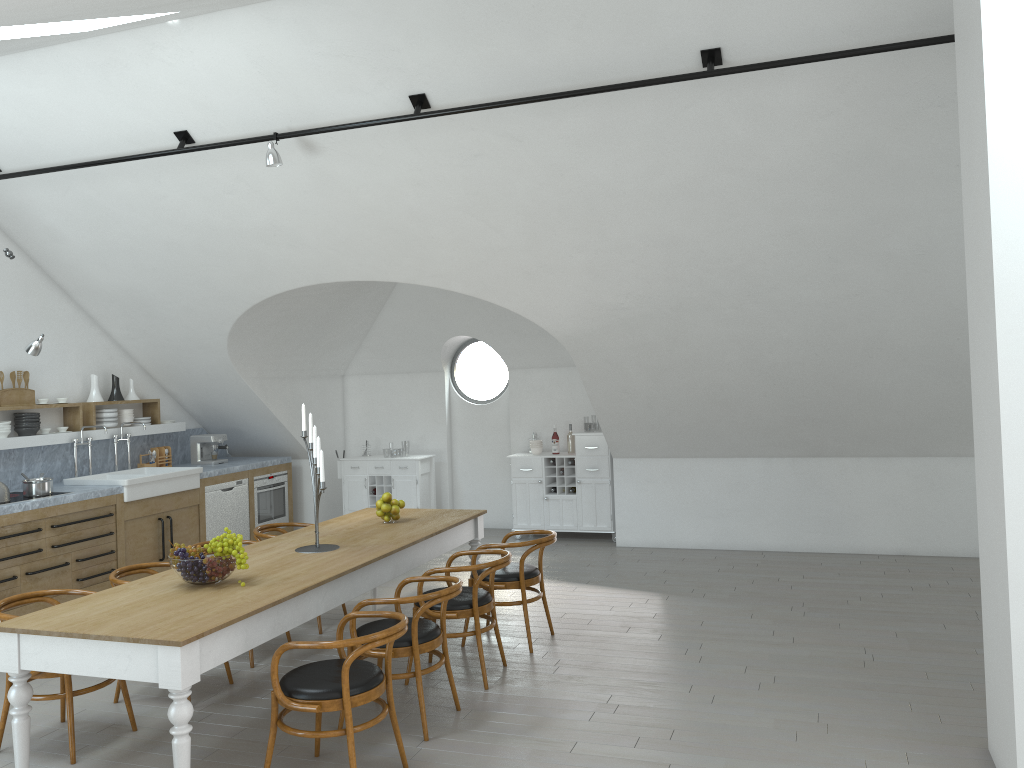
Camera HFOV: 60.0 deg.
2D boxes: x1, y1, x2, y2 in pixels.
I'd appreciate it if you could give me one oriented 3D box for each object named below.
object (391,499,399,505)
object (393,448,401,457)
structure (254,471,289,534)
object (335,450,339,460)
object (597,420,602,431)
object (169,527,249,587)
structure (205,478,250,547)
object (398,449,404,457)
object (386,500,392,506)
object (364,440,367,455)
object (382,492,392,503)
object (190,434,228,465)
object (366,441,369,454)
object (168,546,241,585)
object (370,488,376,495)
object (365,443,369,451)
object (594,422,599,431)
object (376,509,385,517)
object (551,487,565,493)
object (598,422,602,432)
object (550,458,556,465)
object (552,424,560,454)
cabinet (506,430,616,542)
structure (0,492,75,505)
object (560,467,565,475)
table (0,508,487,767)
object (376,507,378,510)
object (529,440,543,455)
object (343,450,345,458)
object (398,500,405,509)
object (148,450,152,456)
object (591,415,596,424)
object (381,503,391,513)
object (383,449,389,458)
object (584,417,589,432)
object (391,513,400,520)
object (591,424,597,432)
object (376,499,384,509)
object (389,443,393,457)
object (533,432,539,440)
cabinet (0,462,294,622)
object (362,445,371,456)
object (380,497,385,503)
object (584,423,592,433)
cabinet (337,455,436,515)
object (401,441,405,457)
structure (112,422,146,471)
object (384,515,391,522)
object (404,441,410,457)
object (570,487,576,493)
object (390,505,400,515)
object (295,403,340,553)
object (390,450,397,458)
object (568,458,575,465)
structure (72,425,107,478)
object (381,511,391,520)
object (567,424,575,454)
[{"bbox_3d":[-0.822,0.833,6.205,0.058,0.057,0.053,-2,0,34],"label":"object"},{"bbox_3d":[-1.330,0.802,10.322,0.094,0.093,0.093,-2,0,7],"label":"object"},{"bbox_3d":[-2.923,1.313,9.876,0.630,0.637,0.632,-2,0,20],"label":"structure"},{"bbox_3d":[-2.029,0.909,10.423,0.088,0.269,0.029,-2,-1,-7],"label":"object"},{"bbox_3d":[0.968,0.427,9.777,0.063,0.187,0.063,-2,-1,6],"label":"object"},{"bbox_3d":[-1.538,0.874,4.489,0.394,0.284,0.292,-2,0,-16],"label":"object"},{"bbox_3d":[-3.176,1.425,9.163,0.598,0.823,0.724,-2,0,20],"label":"structure"},{"bbox_3d":[-1.282,0.798,10.244,0.071,0.099,0.071,-3,-1,43],"label":"object"},{"bbox_3d":[-0.868,0.842,6.254,0.053,0.051,0.052,-2,0,-9],"label":"object"},{"bbox_3d":[-1.747,0.760,10.587,0.039,0.175,0.054,-2,-1,20],"label":"object"},{"bbox_3d":[-0.875,0.795,6.216,0.072,0.074,0.072,-2,0,20],"label":"object"},{"bbox_3d":[-3.237,0.710,9.644,0.386,0.320,0.324,-2,0,19],"label":"object"},{"bbox_3d":[-1.722,0.762,10.563,0.039,0.164,0.024,-3,-1,32],"label":"object"},{"bbox_3d":[-1.554,0.937,4.510,0.360,0.159,0.360,-2,0,0],"label":"object"},{"bbox_3d":[-1.560,1.241,10.259,0.082,0.085,0.317,-2,0,20],"label":"object"},{"bbox_3d":[-1.735,0.776,10.586,0.097,0.137,0.029,-2,-1,23],"label":"object"},{"bbox_3d":[0.931,0.473,9.715,0.071,0.099,0.071,-2,-1,28],"label":"object"},{"bbox_3d":[-0.918,0.899,6.178,0.059,0.056,0.059,-2,0,14],"label":"object"},{"bbox_3d":[0.528,1.151,9.767,0.156,0.085,0.331,-2,0,21],"label":"object"},{"bbox_3d":[0.952,0.448,9.620,0.046,0.143,0.046,-3,-1,31],"label":"object"},{"bbox_3d":[0.487,0.846,9.780,0.092,0.094,0.359,-2,0,20],"label":"object"},{"bbox_3d":[0.481,0.613,9.818,0.081,0.330,0.081,-2,-1,15],"label":"object"},{"bbox_3d":[0.604,1.107,9.795,1.242,1.154,0.610,-2,-1,19],"label":"cabinet"},{"bbox_3d":[-4.050,0.935,7.104,0.647,0.041,0.737,-2,1,20],"label":"structure"},{"bbox_3d":[0.589,0.954,9.750,0.085,0.085,0.331,-2,0,19],"label":"object"},{"bbox_3d":[-1.211,1.395,5.241,1.018,0.799,3.349,-2,0,20],"label":"table"},{"bbox_3d":[-0.928,0.873,6.261,0.062,0.059,0.062,-2,0,24],"label":"object"},{"bbox_3d":[0.271,0.705,9.865,0.158,0.160,0.154,-2,0,-42],"label":"object"},{"bbox_3d":[-1.978,0.907,10.404,0.029,0.269,0.088,-1,-2,-44],"label":"object"},{"bbox_3d":[-0.783,0.847,6.246,0.063,0.063,0.062,-2,0,-18],"label":"object"},{"bbox_3d":[-3.733,0.783,9.149,0.040,0.192,0.042,-1,-1,-33],"label":"object"},{"bbox_3d":[0.904,0.433,9.780,0.054,0.179,0.054,-2,-1,14],"label":"object"},{"bbox_3d":[-0.873,0.860,6.148,0.071,0.064,0.072,-2,0,13],"label":"object"},{"bbox_3d":[-1.451,0.801,10.228,0.081,0.105,0.082,-2,-1,33],"label":"object"},{"bbox_3d":[0.812,0.442,9.666,0.048,0.169,0.048,-1,-1,-38],"label":"object"},{"bbox_3d":[-0.817,0.926,6.227,0.063,0.063,0.064,-2,0,31],"label":"object"},{"bbox_3d":[0.878,0.482,9.651,0.077,0.085,0.077,-2,0,27],"label":"object"},{"bbox_3d":[-0.921,0.844,6.203,0.066,0.071,0.072,-2,0,-11],"label":"object"},{"bbox_3d":[-1.401,0.767,10.293,0.048,0.169,0.048,-2,-1,7],"label":"object"},{"bbox_3d":[0.250,0.658,10.110,0.115,0.209,0.065,-2,-1,22],"label":"object"},{"bbox_3d":[-4.013,1.488,7.279,1.003,1.022,6.429,-2,0,20],"label":"cabinet"},{"bbox_3d":[-1.738,0.796,10.578,0.101,0.138,0.067,-2,-1,19],"label":"object"},{"bbox_3d":[-0.908,0.827,6.289,0.062,0.059,0.062,-2,0,20],"label":"object"},{"bbox_3d":[0.822,0.475,9.585,0.082,0.105,0.081,-2,-1,-32],"label":"object"},{"bbox_3d":[-1.461,1.245,10.324,1.134,0.790,0.497,-2,-1,19],"label":"cabinet"},{"bbox_3d":[-1.256,0.756,10.308,0.054,0.179,0.054,-2,-1,-3],"label":"object"},{"bbox_3d":[-3.701,0.635,8.667,0.332,0.530,0.214,-2,-1,0],"label":"structure"},{"bbox_3d":[-0.870,0.936,6.181,0.049,0.050,0.051,-2,0,23],"label":"object"},{"bbox_3d":[-1.213,0.751,10.261,0.063,0.187,0.063,-2,-1,5],"label":"object"},{"bbox_3d":[0.689,1.148,9.702,0.081,0.081,0.358,-2,0,17],"label":"object"},{"bbox_3d":[-0.814,0.878,6.171,0.071,0.072,0.070,-2,0,-16],"label":"object"},{"bbox_3d":[-1.196,0.558,5.420,0.265,0.875,0.774,-2,0,-6],"label":"object"},{"bbox_3d":[-1.365,0.808,10.236,0.077,0.085,0.077,-2,0,7],"label":"object"},{"bbox_3d":[0.680,0.844,9.702,0.087,0.085,0.360,-2,0,20],"label":"object"},{"bbox_3d":[-3.864,0.645,8.206,0.332,0.530,0.214,-2,-1,0],"label":"structure"},{"bbox_3d":[-0.889,0.922,6.246,0.080,0.074,0.078,-2,0,-26],"label":"object"},{"bbox_3d":[0.649,0.606,9.753,0.085,0.331,0.085,-2,-1,-21],"label":"object"}]
